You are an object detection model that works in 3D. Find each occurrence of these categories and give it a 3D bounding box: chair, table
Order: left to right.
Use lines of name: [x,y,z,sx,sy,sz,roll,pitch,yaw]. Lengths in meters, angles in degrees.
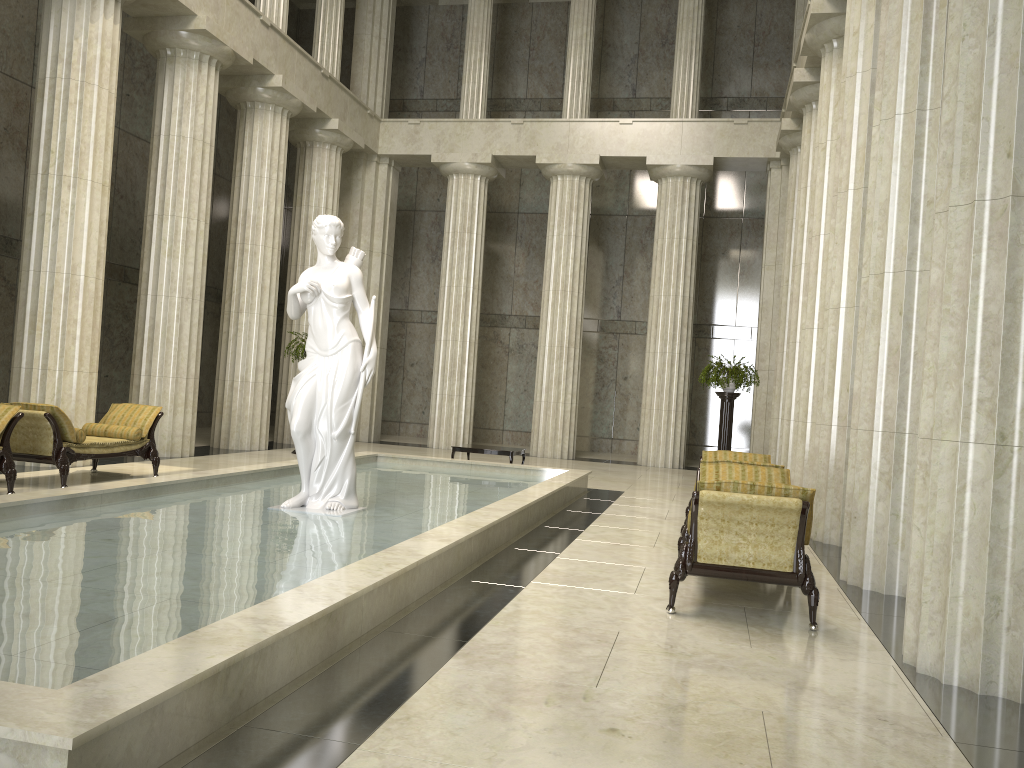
chair: [-5.803,0.637,8.477,0.993,0.950,2.172,4,-1,13]
chair: [-5.265,0.708,10.884,0.993,0.950,2.172,4,-1,13]
table: [-0.397,1.334,15.191,1.134,0.494,1.123,4,-1,11]
chair: [2.287,1.210,9.183,0.993,0.950,2.172,4,-1,13]
chair: [1.749,1.140,6.775,0.993,0.950,2.172,4,-1,13]

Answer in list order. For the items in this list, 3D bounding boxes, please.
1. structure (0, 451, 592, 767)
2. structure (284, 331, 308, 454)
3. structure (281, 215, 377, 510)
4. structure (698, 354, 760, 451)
structure: [-1.853,1.322,8.615,3.754,0.508,11.573,4,-1,13]
structure: [-3.876,0.172,17.276,1.159,2.386,1.053,4,-1,7]
structure: [-1.782,-0.130,8.615,0.940,3.044,0.729,4,-1,7]
structure: [3.750,0.679,15.550,1.053,2.386,1.159,4,-1,17]
